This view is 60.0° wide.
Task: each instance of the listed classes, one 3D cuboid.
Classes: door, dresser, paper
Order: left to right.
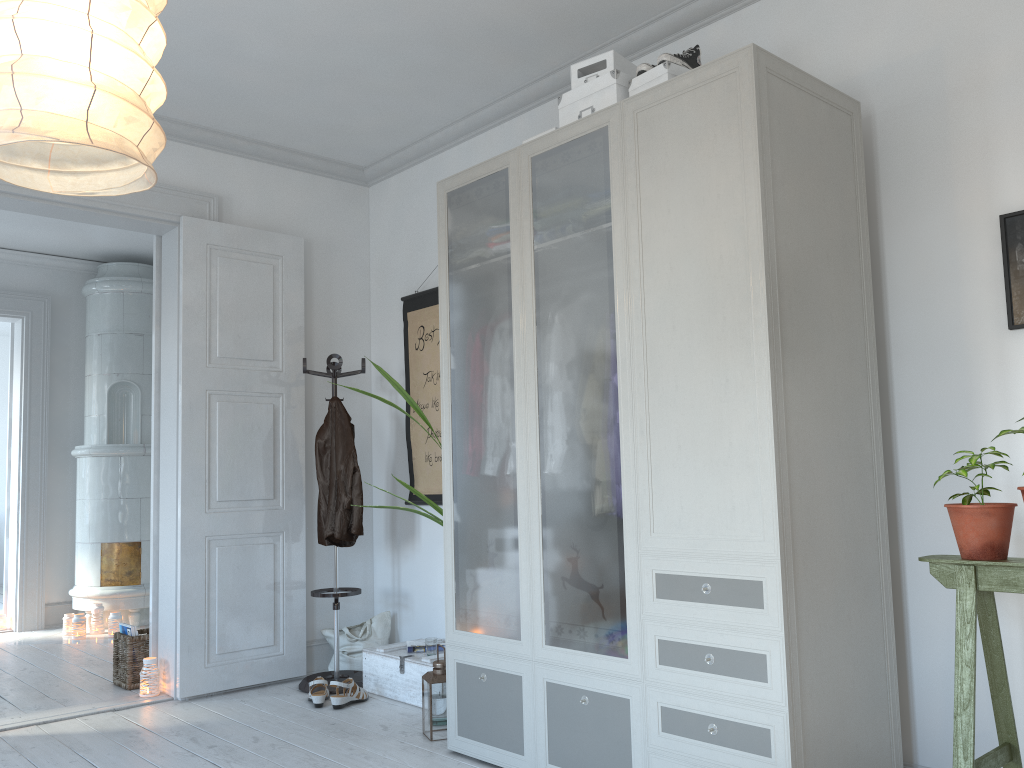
[{"bbox_3d":[-4.214,0.542,6.228,2.600,2.501,0.578,4,-7,-42],"label":"door"},{"bbox_3d":[-2.198,0.244,4.001,2.600,2.501,0.578,4,-7,-42],"label":"door"},{"bbox_3d":[-0.396,1.262,4.276,0.221,0.031,0.175,0,-6,-10],"label":"paper"},{"bbox_3d":[0.433,0.226,3.061,0.631,2.159,1.434,3,-7,-42],"label":"dresser"}]

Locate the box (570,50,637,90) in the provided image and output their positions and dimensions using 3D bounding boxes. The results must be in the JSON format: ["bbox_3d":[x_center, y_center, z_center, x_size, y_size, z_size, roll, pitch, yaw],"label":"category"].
[{"bbox_3d":[0.350,-1.093,3.216,0.180,0.107,0.225,-6,-8,38],"label":"box"}]

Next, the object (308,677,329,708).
[{"bbox_3d":[-0.904,1.417,4.133,0.099,0.125,0.273,-1,-6,-10],"label":"object"}]

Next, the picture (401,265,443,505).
[{"bbox_3d":[-0.319,-0.038,4.552,0.057,1.311,0.794,3,-7,-42],"label":"picture"}]

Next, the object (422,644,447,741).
[{"bbox_3d":[-0.281,1.224,3.543,0.132,0.351,0.138,0,-6,-20],"label":"object"}]

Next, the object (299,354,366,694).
[{"bbox_3d":[-0.901,0.689,4.526,0.375,1.655,0.375,2,-6,-34],"label":"object"}]

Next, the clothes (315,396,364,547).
[{"bbox_3d":[-0.873,0.443,4.485,0.237,0.769,0.212,-1,-5,-9],"label":"clothes"}]

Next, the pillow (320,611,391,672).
[{"bbox_3d":[-0.824,1.386,4.752,0.317,0.313,0.273,3,-8,-41],"label":"pillow"}]

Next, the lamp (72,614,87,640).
[{"bbox_3d":[-2.968,1.663,6.080,0.089,0.165,0.089,3,-7,-40],"label":"lamp"}]

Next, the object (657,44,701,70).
[{"bbox_3d":[0.569,-1.085,2.963,0.213,0.110,0.080,3,-7,-36],"label":"object"}]

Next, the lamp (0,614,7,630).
[{"bbox_3d":[-3.763,1.751,6.514,0.093,0.110,0.094,1,-6,-25],"label":"lamp"}]

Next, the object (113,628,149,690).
[{"bbox_3d":[-1.915,1.430,4.647,0.270,0.264,0.224,4,-8,-42],"label":"object"}]

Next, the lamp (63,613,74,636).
[{"bbox_3d":[-3.121,1.696,6.251,0.084,0.146,0.084,3,-7,-37],"label":"lamp"}]

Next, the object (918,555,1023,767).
[{"bbox_3d":[1.310,0.800,2.031,0.431,0.773,0.672,3,-7,-42],"label":"object"}]

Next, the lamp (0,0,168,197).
[{"bbox_3d":[-0.844,-1.001,1.711,0.338,1.229,0.341,-1,-5,-11],"label":"lamp"}]

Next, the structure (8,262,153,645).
[{"bbox_3d":[-2.975,0.472,6.624,0.800,2.823,1.250,-2,-5,3],"label":"structure"}]

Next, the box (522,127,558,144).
[{"bbox_3d":[0.182,-0.872,3.375,0.223,0.107,0.180,4,-8,-42],"label":"box"}]

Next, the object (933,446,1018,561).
[{"bbox_3d":[1.159,0.298,2.220,0.194,0.277,0.177,-3,-6,15],"label":"object"}]

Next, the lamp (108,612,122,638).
[{"bbox_3d":[-2.742,1.662,6.130,0.089,0.165,0.089,4,-7,-43],"label":"lamp"}]

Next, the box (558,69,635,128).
[{"bbox_3d":[0.363,-0.945,3.177,0.285,0.199,0.281,4,-8,-42],"label":"box"}]

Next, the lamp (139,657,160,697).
[{"bbox_3d":[-1.755,1.421,4.298,0.093,0.179,0.093,-5,-6,31],"label":"lamp"}]

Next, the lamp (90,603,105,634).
[{"bbox_3d":[-2.939,1.663,6.285,0.098,0.209,0.098,3,-7,-37],"label":"lamp"}]

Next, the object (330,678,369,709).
[{"bbox_3d":[-0.743,1.408,4.090,0.099,0.125,0.273,-4,-6,20],"label":"object"}]

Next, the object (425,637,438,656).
[{"bbox_3d":[-0.372,1.217,4.093,0.060,0.081,0.060,-3,-6,13],"label":"object"}]

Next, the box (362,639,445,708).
[{"bbox_3d":[-0.390,1.363,4.203,0.376,0.218,0.642,4,-8,-42],"label":"box"}]

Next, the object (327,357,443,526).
[{"bbox_3d":[-0.259,0.647,3.817,1.043,1.551,0.289,0,-5,-12],"label":"object"}]

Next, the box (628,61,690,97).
[{"bbox_3d":[0.536,-0.951,2.984,0.227,0.158,0.182,3,-7,-37],"label":"box"}]

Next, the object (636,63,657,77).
[{"bbox_3d":[0.499,-1.075,3.040,0.080,0.110,0.213,-6,-8,41],"label":"object"}]

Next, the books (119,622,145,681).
[{"bbox_3d":[-1.926,1.397,4.641,0.201,0.299,0.180,3,-7,-42],"label":"books"}]

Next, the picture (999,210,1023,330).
[{"bbox_3d":[1.536,-0.341,2.521,0.022,0.341,0.250,3,-7,-42],"label":"picture"}]

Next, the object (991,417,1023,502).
[{"bbox_3d":[1.279,0.230,2.063,0.234,0.369,0.258,2,-6,-30],"label":"object"}]
